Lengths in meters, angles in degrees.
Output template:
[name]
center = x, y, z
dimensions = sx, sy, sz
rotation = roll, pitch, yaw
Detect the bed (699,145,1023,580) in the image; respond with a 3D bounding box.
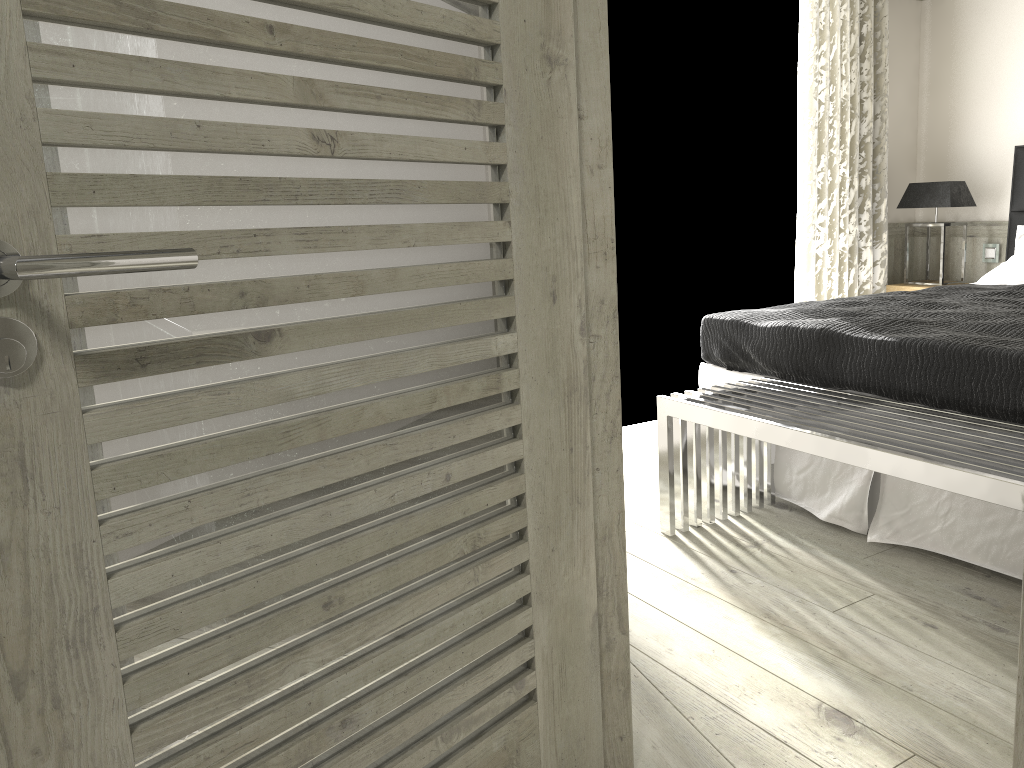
[bed]
center = 2.613, -0.395, 4.047
dimensions = 3.255, 1.622, 2.317
rotation = -9, 13, -32

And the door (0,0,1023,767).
[door]
center = -0.115, -0.197, 1.058
dimensions = 1.107, 2.514, 1.418
rotation = -7, 11, -21

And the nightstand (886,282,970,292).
[nightstand]
center = 2.940, -0.334, 6.110
dimensions = 0.462, 0.722, 0.441
rotation = -9, 12, -31

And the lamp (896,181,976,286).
[lamp]
center = 2.902, -1.031, 5.993
dimensions = 0.317, 0.692, 0.402
rotation = -9, 12, -31

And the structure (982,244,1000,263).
[structure]
center = 3.295, -0.901, 6.013
dimensions = 0.018, 0.128, 0.115
rotation = -9, 13, -30

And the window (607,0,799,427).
[window]
center = 0.995, -1.219, 5.266
dimensions = 3.634, 2.884, 0.001
rotation = -9, 12, -33

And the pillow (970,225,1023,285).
[pillow]
center = 3.594, -0.649, 4.643
dimensions = 0.683, 0.381, 2.174
rotation = -8, 13, -29

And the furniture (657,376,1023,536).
[furniture]
center = 1.278, 0.408, 2.905
dimensions = 0.628, 0.559, 1.716
rotation = -9, 13, -30

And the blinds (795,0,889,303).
[blinds]
center = 2.238, -1.355, 5.867
dimensions = 0.897, 2.804, 0.138
rotation = -9, 12, -31
